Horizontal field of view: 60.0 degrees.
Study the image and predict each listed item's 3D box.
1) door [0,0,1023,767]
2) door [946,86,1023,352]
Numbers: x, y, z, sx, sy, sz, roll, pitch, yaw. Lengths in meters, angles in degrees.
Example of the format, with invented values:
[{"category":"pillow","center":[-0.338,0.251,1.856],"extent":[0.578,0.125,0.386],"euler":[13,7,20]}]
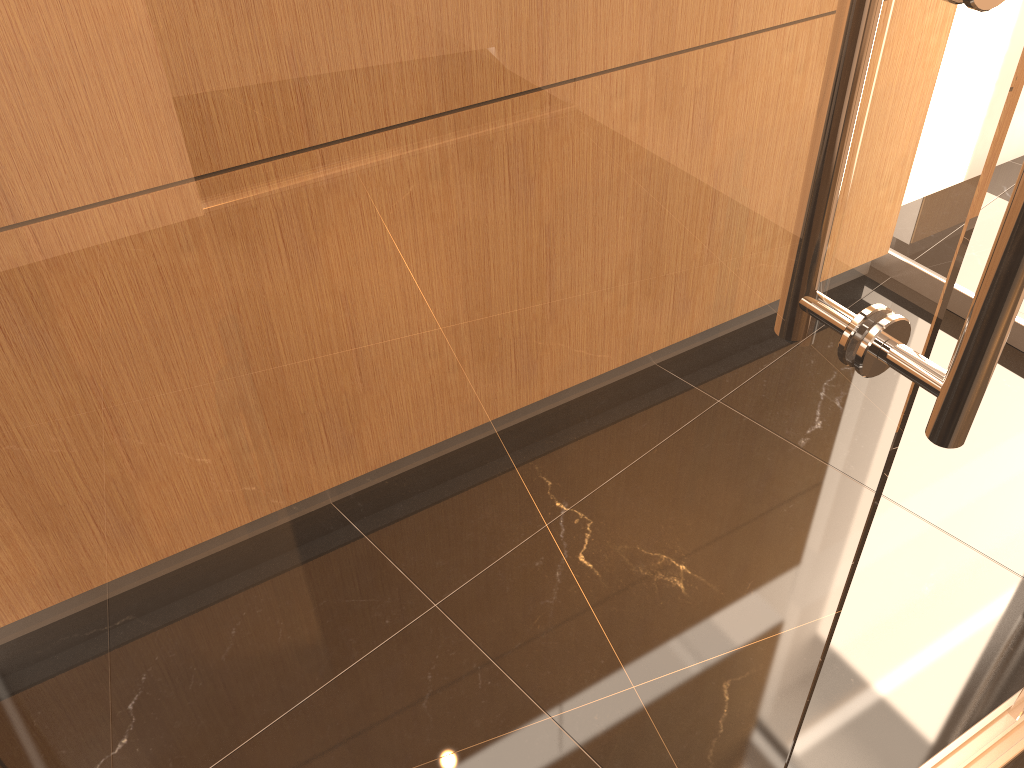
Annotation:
[{"category":"door","center":[0.589,-0.508,0.557],"extent":[2.473,3.285,0.098],"euler":[-22,44,-23]},{"category":"door","center":[1.334,-1.284,1.779],"extent":[0.134,2.882,1.249],"euler":[-22,44,-23]}]
